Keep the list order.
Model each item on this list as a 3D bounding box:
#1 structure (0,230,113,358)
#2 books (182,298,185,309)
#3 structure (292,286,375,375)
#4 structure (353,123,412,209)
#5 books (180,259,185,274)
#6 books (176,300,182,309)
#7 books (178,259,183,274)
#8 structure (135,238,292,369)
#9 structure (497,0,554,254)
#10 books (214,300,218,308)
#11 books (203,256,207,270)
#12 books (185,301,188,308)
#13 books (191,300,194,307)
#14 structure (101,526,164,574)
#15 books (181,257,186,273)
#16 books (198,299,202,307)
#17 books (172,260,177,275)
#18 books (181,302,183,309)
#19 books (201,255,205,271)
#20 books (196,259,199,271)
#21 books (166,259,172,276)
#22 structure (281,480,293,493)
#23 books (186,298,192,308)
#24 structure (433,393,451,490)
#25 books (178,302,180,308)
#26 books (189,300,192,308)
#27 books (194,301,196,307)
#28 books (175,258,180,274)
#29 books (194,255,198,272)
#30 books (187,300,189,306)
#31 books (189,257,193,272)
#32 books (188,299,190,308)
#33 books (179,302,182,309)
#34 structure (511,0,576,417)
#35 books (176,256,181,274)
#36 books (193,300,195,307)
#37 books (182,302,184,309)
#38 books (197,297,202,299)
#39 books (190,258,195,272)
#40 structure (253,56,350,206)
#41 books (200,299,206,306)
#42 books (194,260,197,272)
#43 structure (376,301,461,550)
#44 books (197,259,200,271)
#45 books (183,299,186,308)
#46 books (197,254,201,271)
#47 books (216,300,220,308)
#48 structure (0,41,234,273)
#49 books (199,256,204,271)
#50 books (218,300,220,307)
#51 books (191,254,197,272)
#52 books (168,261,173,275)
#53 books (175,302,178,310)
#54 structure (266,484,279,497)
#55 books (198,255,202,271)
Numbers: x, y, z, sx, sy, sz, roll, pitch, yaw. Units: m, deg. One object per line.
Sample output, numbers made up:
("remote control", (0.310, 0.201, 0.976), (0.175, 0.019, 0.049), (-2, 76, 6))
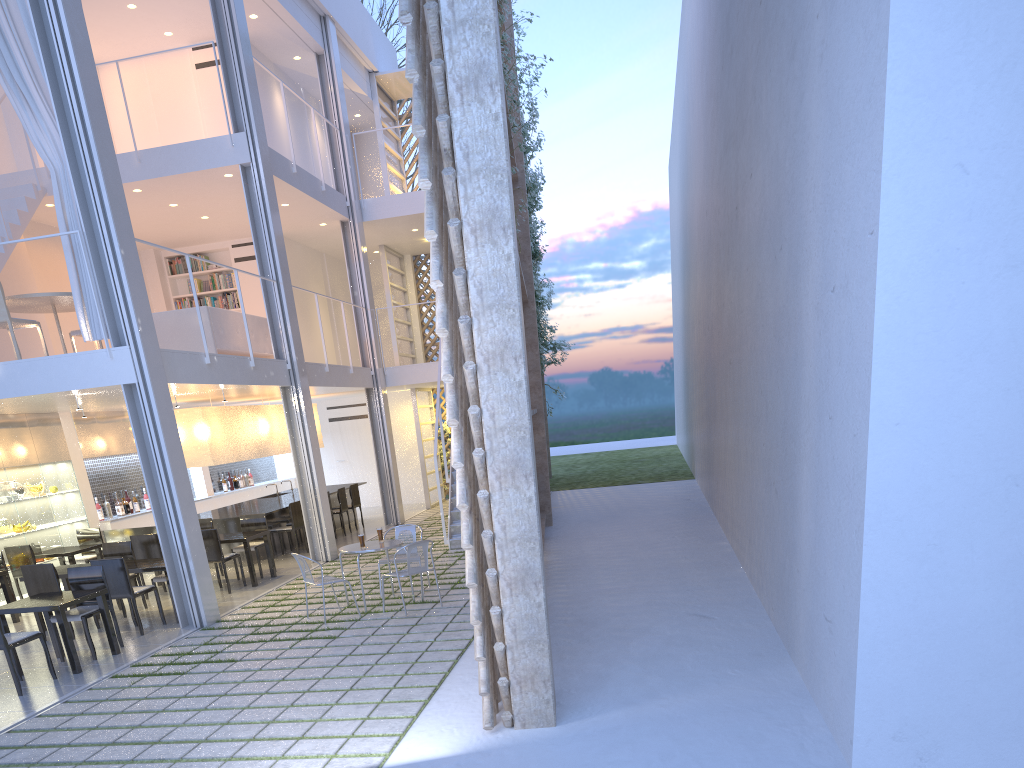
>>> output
("structure", (-2.672, 0.284, 3.529), (1.372, 1.928, 1.321), (-4, 12, 10))
("books", (-3.002, -0.706, 7.589), (0.011, 0.165, 0.075), (-2, 15, 9))
("structure", (-1.400, -0.383, 6.486), (0.028, 0.589, 1.592), (-2, 1, 9))
("structure", (-0.737, -1.851, 6.840), (1.146, 0.614, 0.024), (-5, 18, 10))
("books", (-2.971, -1.060, 7.460), (0.007, 0.138, 0.087), (-2, 13, 9))
("books", (-3.054, -0.694, 7.597), (0.015, 0.153, 0.081), (-2, 14, 9))
("books", (-2.986, -1.056, 7.465), (0.021, 0.133, 0.084), (-2, 13, 9))
("structure", (-1.685, -0.404, 4.780), (0.028, 0.589, 1.590), (-2, 1, 9))
("structure", (-0.141, -1.995, 4.485), (0.745, 2.928, 2.170), (-5, 11, 1))
("books", (-2.701, -0.711, 7.553), (0.021, 0.106, 0.057), (-2, 14, 9))
("books", (-2.754, -1.080, 7.425), (0.006, 0.130, 0.082), (-2, 13, 9))
("books", (-2.973, -0.695, 7.585), (0.015, 0.136, 0.081), (-2, 13, 9))
("books", (-2.918, -0.703, 7.583), (0.021, 0.141, 0.064), (-2, 15, 9))
("structure", (-2.939, 1.304, 6.409), (0.559, 0.399, 0.011), (-5, 18, 10))
("books", (-2.956, -1.070, 7.460), (0.025, 0.156, 0.076), (-2, 14, 9))
("books", (-2.845, -0.708, 7.560), (0.015, 0.133, 0.084), (-2, 12, 9))
("books", (-3.051, -1.052, 7.486), (0.021, 0.141, 0.064), (-2, 15, 9))
("books", (-3.016, -0.689, 7.591), (0.006, 0.133, 0.087), (-2, 12, 9))
("books", (-2.765, -1.083, 7.423), (0.015, 0.138, 0.087), (-2, 13, 9))
("books", (-2.821, -1.073, 7.439), (0.018, 0.130, 0.078), (-2, 13, 9))
("books", (-3.099, -1.053, 7.484), (0.015, 0.153, 0.081), (-2, 14, 9))
("structure", (-2.202, 1.006, 8.043), (0.113, 0.133, 0.031), (-4, 17, 10))
("books", (-2.959, -0.710, 7.579), (0.015, 0.164, 0.079), (-2, 14, 9))
("structure", (-0.423, 0.297, 9.299), (1.149, 2.153, 0.262), (-3, 18, 9))
("books", (-3.042, -0.685, 7.598), (0.006, 0.130, 0.082), (-2, 13, 9))
("books", (-2.934, -0.701, 7.574), (0.007, 0.138, 0.087), (-2, 13, 9))
("books", (-2.887, -0.712, 7.567), (0.010, 0.152, 0.081), (-2, 14, 9))
("books", (-3.016, -1.064, 7.470), (0.011, 0.156, 0.078), (-2, 14, 9))
("books", (-2.837, -1.081, 7.437), (0.010, 0.152, 0.081), (-2, 14, 9))
("books", (-2.949, -0.699, 7.577), (0.005, 0.138, 0.087), (-2, 13, 9))
("books", (-2.891, -1.077, 7.451), (0.027, 0.154, 0.071), (-2, 15, 9))
("books", (-2.942, -0.703, 7.575), (0.008, 0.145, 0.087), (-2, 13, 9))
("books", (-3.029, -0.688, 7.594), (0.021, 0.133, 0.084), (-2, 13, 9))
("structure", (0.073, -1.474, 9.433), (1.122, 4.869, 3.021), (-3, 12, 7))
("books", (-3.003, -1.069, 7.468), (0.011, 0.165, 0.075), (-2, 15, 9))
("books", (-2.899, -0.701, 7.574), (0.018, 0.130, 0.078), (-2, 13, 9))
("books", (-3.009, -0.688, 7.596), (0.006, 0.129, 0.074), (-2, 13, 9))
("books", (-2.858, -0.717, 7.562), (0.011, 0.156, 0.078), (-2, 14, 9))
("books", (-2.871, -1.070, 7.446), (0.015, 0.136, 0.081), (-2, 13, 9))
("structure", (-1.529, -1.795, 6.029), (0.028, 0.589, 1.592), (-2, 1, 9))
("books", (-2.832, -0.712, 7.567), (0.006, 0.139, 0.065), (-2, 15, 9))
("books", (-2.844, -1.070, 7.445), (0.006, 0.129, 0.074), (-2, 13, 9))
("structure", (-0.569, 0.258, 6.697), (1.188, 2.109, 1.810), (-5, 10, 3))
("books", (-2.809, -1.078, 7.431), (0.005, 0.138, 0.087), (-2, 13, 9))
("books", (-2.988, -0.702, 7.590), (0.015, 0.153, 0.071), (-2, 15, 9))
("books", (-2.802, -1.088, 7.429), (0.009, 0.157, 0.082), (-2, 14, 9))
("books", (-2.680, -0.714, 7.549), (0.021, 0.106, 0.057), (-2, 14, 9))
("structure", (-2.794, -0.303, 4.044), (1.738, 3.561, 3.377), (-3, 9, 10))
("books", (-2.780, -1.079, 7.428), (0.015, 0.133, 0.084), (-2, 12, 9))
("books", (-2.660, -0.716, 7.545), (0.021, 0.106, 0.057), (-2, 14, 9))
("books", (-2.857, -1.085, 7.439), (0.015, 0.164, 0.079), (-2, 14, 9))
("books", (-3.088, -1.045, 7.483), (0.006, 0.133, 0.087), (-2, 12, 9))
("books", (-3.068, -0.686, 7.599), (0.015, 0.138, 0.087), (-2, 13, 9))
("structure", (-2.255, 1.002, 7.730), (0.113, 0.133, 0.031), (-4, 17, 10))
("books", (-2.793, -1.083, 7.427), (0.008, 0.145, 0.087), (-2, 13, 9))
